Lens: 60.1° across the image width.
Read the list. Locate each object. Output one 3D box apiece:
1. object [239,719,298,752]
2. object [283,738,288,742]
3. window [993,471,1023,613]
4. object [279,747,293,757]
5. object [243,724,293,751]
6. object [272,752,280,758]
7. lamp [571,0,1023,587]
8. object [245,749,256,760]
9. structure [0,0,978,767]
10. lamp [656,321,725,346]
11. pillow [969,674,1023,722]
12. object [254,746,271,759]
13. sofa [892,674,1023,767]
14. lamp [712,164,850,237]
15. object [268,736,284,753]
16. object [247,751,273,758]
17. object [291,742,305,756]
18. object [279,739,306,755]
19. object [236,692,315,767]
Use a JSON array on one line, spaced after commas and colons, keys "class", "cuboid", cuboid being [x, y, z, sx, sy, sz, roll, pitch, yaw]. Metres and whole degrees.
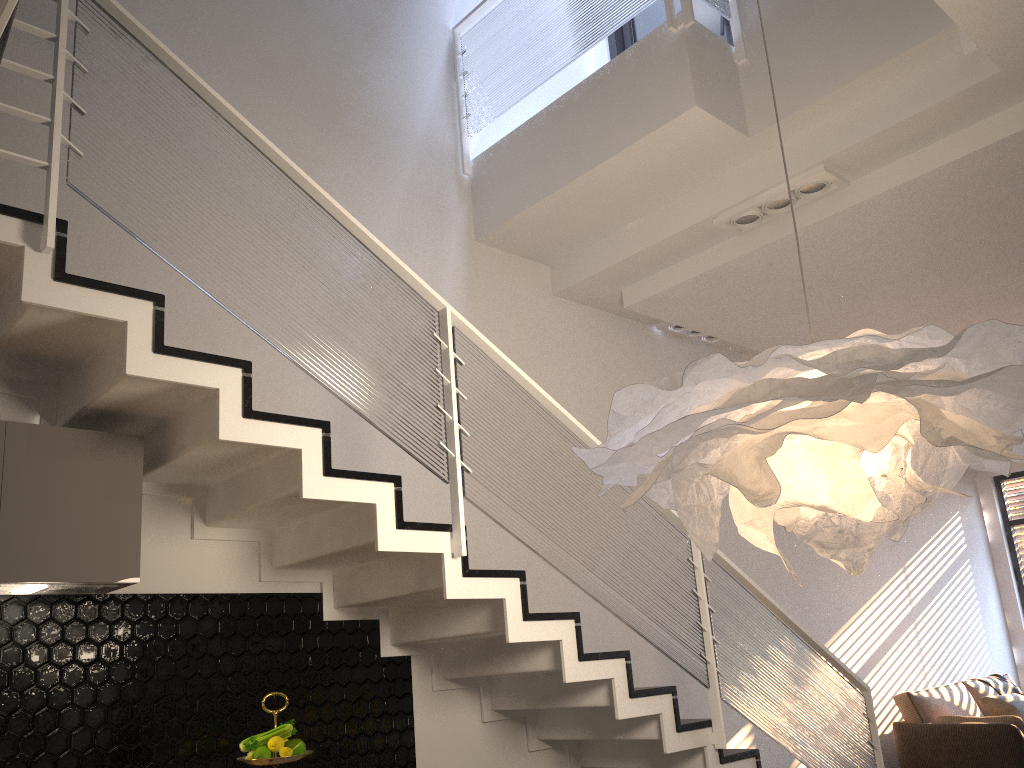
[{"class": "object", "cuboid": [-0.907, 1.313, 3.307, 0.211, 0.099, 0.068, 4, -18, -27]}, {"class": "object", "cuboid": [-0.875, 1.374, 3.366, 0.059, 0.068, 0.080, 0, -17, -15]}, {"class": "window", "cuboid": [6.976, 1.745, 7.754, 0.461, 2.986, 4.991, 9, -22, -41]}, {"class": "object", "cuboid": [-0.816, 1.331, 3.197, 0.048, 0.040, 0.045, -7, -17, 7]}, {"class": "object", "cuboid": [-0.896, 1.298, 3.252, 0.181, 0.080, 0.057, 0, -17, -14]}, {"class": "object", "cuboid": [-0.899, 1.386, 3.325, 0.064, 0.060, 0.067, 6, -20, -33]}, {"class": "lamp", "cuboid": [0.544, -2.031, 2.611, 1.064, 5.140, 1.131, 5, -18, -31]}, {"class": "object", "cuboid": [-0.945, 1.356, 3.221, 0.052, 0.050, 0.050, 3, -18, -24]}, {"class": "structure", "cuboid": [-0.514, -2.154, 2.303, 8.499, 8.194, 4.274, 10, -22, -42]}, {"class": "lamp", "cuboid": [1.323, -0.399, 6.279, 0.648, 0.065, 0.256, 12, -24, -41]}, {"class": "pillow", "cuboid": [4.249, 2.860, 7.589, 1.018, 0.698, 0.969, 1, -18, -19]}, {"class": "object", "cuboid": [-0.904, 1.342, 3.208, 0.065, 0.059, 0.063, -19, -22, 40]}, {"class": "sofa", "cuboid": [4.014, 2.848, 7.102, 2.332, 0.907, 1.003, 11, -23, -41]}, {"class": "lamp", "cuboid": [1.376, -0.949, 4.573, 0.254, 0.065, 0.651, 11, -24, -41]}, {"class": "object", "cuboid": [-0.863, 1.318, 3.239, 0.071, 0.057, 0.069, 11, -23, -42]}, {"class": "object", "cuboid": [-0.927, 1.372, 3.267, 0.101, 0.061, 0.076, -14, -19, 27]}, {"class": "object", "cuboid": [-0.789, 1.342, 3.246, 0.058, 0.054, 0.061, -2, -17, -9]}, {"class": "object", "cuboid": [-0.820, 1.368, 3.310, 0.102, 0.077, 0.096, -19, -22, 40]}, {"class": "object", "cuboid": [-0.876, 1.360, 3.280, 0.355, 0.420, 0.354, -18, -21, 38]}]
